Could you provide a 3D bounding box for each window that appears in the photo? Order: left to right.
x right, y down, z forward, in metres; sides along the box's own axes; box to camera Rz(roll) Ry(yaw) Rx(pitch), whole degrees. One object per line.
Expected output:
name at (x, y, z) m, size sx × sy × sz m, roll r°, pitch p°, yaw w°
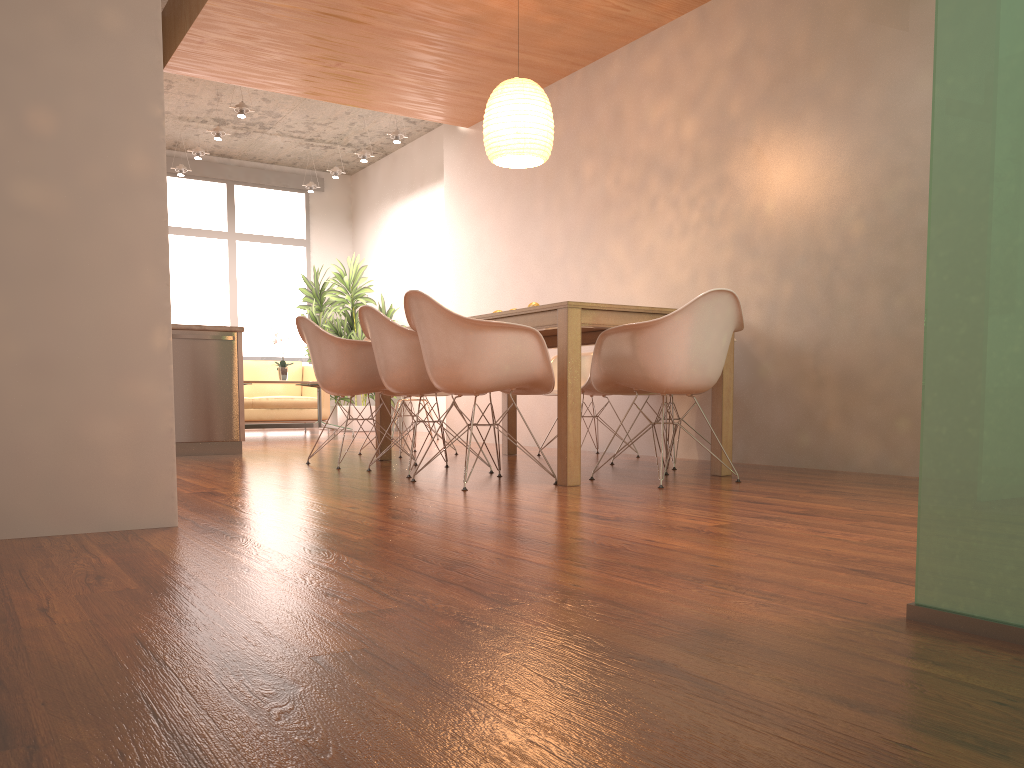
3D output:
window at (-6.105, -1.106, 9.557) m, size 8.523 × 3.301 × 0.062 m, roll 0°, pitch 4°, yaw -32°

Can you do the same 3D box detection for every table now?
table at (-2.360, 0.261, 8.830) m, size 1.862 × 0.563 × 0.940 m, roll 0°, pitch 0°, yaw -32°
table at (0.118, 0.066, 5.014) m, size 1.021 × 0.814 × 2.074 m, roll -1°, pitch 0°, yaw -32°

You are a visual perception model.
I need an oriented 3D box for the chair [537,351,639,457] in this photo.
chair at (0.554, 0.057, 5.945) m, size 0.639 × 0.867 × 0.684 m, roll -2°, pitch 3°, yaw -33°

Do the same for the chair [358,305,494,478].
chair at (-0.485, 0.037, 4.662) m, size 0.639 × 0.867 × 0.684 m, roll -2°, pitch 3°, yaw -38°

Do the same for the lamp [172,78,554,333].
lamp at (-1.740, -1.057, 5.346) m, size 3.202 × 1.356 × 3.068 m, roll 0°, pitch 0°, yaw -32°

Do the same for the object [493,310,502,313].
object at (-0.080, -0.377, 4.973) m, size 0.080 × 0.078 × 0.077 m, roll 2°, pitch 2°, yaw 43°

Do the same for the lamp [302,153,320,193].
lamp at (-2.462, -2.592, 10.810) m, size 0.134 × 0.486 × 0.197 m, roll 2°, pitch 4°, yaw 25°

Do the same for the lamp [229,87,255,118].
lamp at (-2.428, -2.641, 7.922) m, size 0.134 × 0.486 × 0.197 m, roll 2°, pitch 4°, yaw 25°

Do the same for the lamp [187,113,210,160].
lamp at (-3.311, -2.616, 9.306) m, size 0.134 × 0.486 × 0.197 m, roll 2°, pitch 4°, yaw 25°

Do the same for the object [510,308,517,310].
object at (0.017, -0.379, 4.851) m, size 0.080 × 0.072 × 0.083 m, roll -2°, pitch 2°, yaw -43°

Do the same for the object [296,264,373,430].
object at (-2.190, -0.468, 11.261) m, size 1.078 × 2.119 × 0.962 m, roll -1°, pitch 4°, yaw -14°

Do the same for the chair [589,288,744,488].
chair at (0.738, 0.025, 4.100) m, size 0.680 × 0.867 × 0.643 m, roll -2°, pitch 3°, yaw -37°

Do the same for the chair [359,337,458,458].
chair at (-0.759, 0.064, 6.210) m, size 0.643 × 0.867 × 0.679 m, roll 2°, pitch 3°, yaw 42°

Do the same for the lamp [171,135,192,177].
lamp at (-3.752, -2.603, 9.998) m, size 0.134 × 0.486 × 0.197 m, roll 2°, pitch 4°, yaw 25°

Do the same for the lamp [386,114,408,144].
lamp at (-1.138, -2.630, 8.733) m, size 0.134 × 0.486 × 0.197 m, roll 2°, pitch 4°, yaw 25°

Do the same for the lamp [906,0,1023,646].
lamp at (0.199, -1.246, 4.225) m, size 0.444 × 3.416 × 8.205 m, roll -1°, pitch 0°, yaw -14°

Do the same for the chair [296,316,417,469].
chair at (-0.943, 0.047, 5.211) m, size 0.639 × 0.867 × 0.684 m, roll -2°, pitch 3°, yaw -38°

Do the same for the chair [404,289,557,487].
chair at (-0.175, 0.019, 4.038) m, size 0.639 × 0.854 × 0.684 m, roll -2°, pitch 3°, yaw -38°

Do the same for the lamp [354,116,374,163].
lamp at (-1.579, -2.618, 9.426) m, size 0.134 × 0.486 × 0.197 m, roll 2°, pitch 4°, yaw 25°

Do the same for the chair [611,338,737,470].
chair at (0.970, 0.043, 5.170) m, size 0.639 × 0.867 × 0.685 m, roll -2°, pitch 3°, yaw -43°

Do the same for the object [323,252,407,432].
object at (-1.814, -0.478, 10.698) m, size 0.963 × 2.119 × 1.077 m, roll -1°, pitch 4°, yaw -19°

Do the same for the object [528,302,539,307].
object at (0.119, -0.399, 4.697) m, size 0.080 × 0.072 × 0.082 m, roll 1°, pitch 2°, yaw 34°

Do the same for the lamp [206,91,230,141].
lamp at (-2.870, -2.629, 8.614) m, size 0.134 × 0.486 × 0.197 m, roll 2°, pitch 4°, yaw 25°

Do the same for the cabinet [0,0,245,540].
cabinet at (-1.967, -0.673, 4.528) m, size 1.905 × 2.289 × 4.246 m, roll -2°, pitch 1°, yaw -32°

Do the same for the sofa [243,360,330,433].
sofa at (-3.041, 0.142, 9.906) m, size 1.793 × 0.843 × 0.879 m, roll 0°, pitch 1°, yaw -32°

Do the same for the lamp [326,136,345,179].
lamp at (-2.020, -2.605, 10.118) m, size 0.134 × 0.486 × 0.197 m, roll 2°, pitch 4°, yaw 25°

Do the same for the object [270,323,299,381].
object at (-2.275, -0.317, 8.806) m, size 0.296 × 0.593 × 0.370 m, roll -3°, pitch 4°, yaw -38°

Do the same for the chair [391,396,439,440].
chair at (-0.959, 0.086, 8.678) m, size 0.560 × 0.907 × 0.541 m, roll -1°, pitch 3°, yaw -12°
